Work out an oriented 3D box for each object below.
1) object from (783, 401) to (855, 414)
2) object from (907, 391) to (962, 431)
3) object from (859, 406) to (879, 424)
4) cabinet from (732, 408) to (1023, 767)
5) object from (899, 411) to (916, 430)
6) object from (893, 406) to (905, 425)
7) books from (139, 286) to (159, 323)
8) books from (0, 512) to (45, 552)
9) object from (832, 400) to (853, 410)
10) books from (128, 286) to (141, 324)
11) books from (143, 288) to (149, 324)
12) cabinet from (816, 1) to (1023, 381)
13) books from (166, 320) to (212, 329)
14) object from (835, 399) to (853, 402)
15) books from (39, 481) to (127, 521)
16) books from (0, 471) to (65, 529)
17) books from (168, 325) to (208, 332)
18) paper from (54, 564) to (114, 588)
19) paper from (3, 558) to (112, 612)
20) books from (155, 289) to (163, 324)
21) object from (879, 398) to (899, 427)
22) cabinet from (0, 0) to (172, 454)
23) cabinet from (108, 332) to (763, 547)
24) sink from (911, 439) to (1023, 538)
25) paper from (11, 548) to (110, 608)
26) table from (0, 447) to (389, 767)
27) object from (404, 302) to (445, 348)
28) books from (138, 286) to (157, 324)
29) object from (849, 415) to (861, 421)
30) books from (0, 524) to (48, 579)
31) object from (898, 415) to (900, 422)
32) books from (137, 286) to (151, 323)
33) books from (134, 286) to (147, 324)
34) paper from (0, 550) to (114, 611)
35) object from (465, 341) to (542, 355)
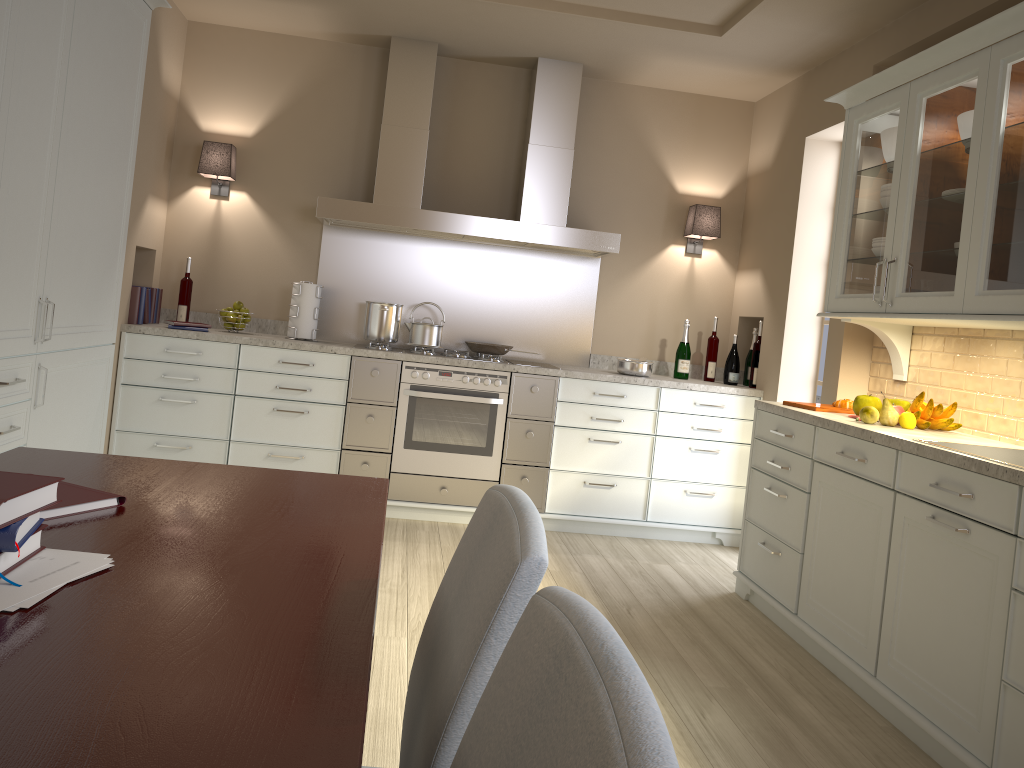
[{"bbox_3d":[1.306,0.102,3.594,0.349,0.020,0.201,5,5,-22],"label":"object"},{"bbox_3d":[1.461,0.092,3.123,0.180,0.136,0.197,5,3,-26],"label":"object"},{"bbox_3d":[1.251,0.108,3.103,0.066,0.063,0.094,7,3,12],"label":"object"},{"bbox_3d":[1.415,0.611,2.690,0.637,0.792,2.227,6,4,-7],"label":"cabinet"},{"bbox_3d":[1.370,0.128,3.062,0.056,0.066,0.053,6,2,0],"label":"object"},{"bbox_3d":[1.376,0.111,3.198,0.081,0.070,0.085,4,3,-37],"label":"object"},{"bbox_3d":[-1.922,-0.413,4.580,0.164,0.183,0.032,6,0,-7],"label":"books"},{"bbox_3d":[-0.678,0.164,1.064,0.182,0.032,0.165,5,4,-17],"label":"books"},{"bbox_3d":[1.341,0.083,3.561,0.099,0.037,0.044,8,3,23],"label":"object"},{"bbox_3d":[-1.897,-0.388,4.298,0.164,0.183,0.032,6,0,-7],"label":"books"},{"bbox_3d":[-1.904,-0.398,4.425,0.165,0.183,0.091,6,1,-4],"label":"books"},{"bbox_3d":[1.542,-0.514,2.719,0.411,1.111,1.934,6,3,-7],"label":"cabinet"},{"bbox_3d":[-1.601,-0.295,4.371,0.182,0.017,0.165,3,5,-37],"label":"books"},{"bbox_3d":[1.390,0.081,3.667,0.099,0.037,0.044,6,3,3],"label":"object"},{"bbox_3d":[-0.758,0.176,1.383,0.216,0.017,0.193,8,5,23],"label":"books"},{"bbox_3d":[-0.668,0.133,1.065,0.182,0.032,0.165,6,4,-2],"label":"books"},{"bbox_3d":[-1.592,-0.276,4.359,0.182,0.017,0.165,5,4,-17],"label":"books"},{"bbox_3d":[-0.666,0.216,1.047,0.291,0.001,0.210,7,4,13],"label":"paper"},{"bbox_3d":[-0.666,0.217,1.047,0.290,0.001,0.210,7,4,3],"label":"paper"},{"bbox_3d":[-1.916,-0.414,4.612,0.164,0.183,0.032,6,0,-7],"label":"books"},{"bbox_3d":[1.317,0.100,3.086,0.064,0.097,0.064,6,1,-11],"label":"object"},{"bbox_3d":[-1.907,-0.556,3.009,0.611,2.338,2.349,6,2,-7],"label":"cabinet"},{"bbox_3d":[-0.353,0.268,4.676,3.202,0.794,0.644,6,2,-7],"label":"cabinet"},{"bbox_3d":[1.388,0.409,2.422,0.379,0.415,0.486,6,2,-7],"label":"sink"},{"bbox_3d":[-0.666,0.216,1.047,0.290,0.001,0.211,6,4,-2],"label":"paper"},{"bbox_3d":[-0.565,0.579,0.968,0.750,0.679,1.764,6,4,-7],"label":"table"},{"bbox_3d":[-0.452,-0.317,4.691,0.209,0.236,0.208,7,2,27],"label":"object"},{"bbox_3d":[-1.921,-0.410,4.547,0.164,0.183,0.032,6,0,-7],"label":"books"},{"bbox_3d":[1.257,0.125,3.211,0.040,0.013,0.155,7,4,8],"label":"object"},{"bbox_3d":[-0.685,0.196,1.062,0.182,0.032,0.165,6,4,-7],"label":"books"},{"bbox_3d":[1.342,0.120,3.140,0.055,0.055,0.066,4,3,-44],"label":"object"},{"bbox_3d":[-1.907,-0.402,4.458,0.164,0.182,0.092,6,1,-7],"label":"books"},{"bbox_3d":[-1.885,-0.391,4.332,0.164,0.183,0.032,6,0,-7],"label":"books"},{"bbox_3d":[-0.666,0.215,1.047,0.290,0.001,0.210,7,4,8],"label":"paper"},{"bbox_3d":[-0.074,-0.178,4.667,0.264,0.051,0.426,3,5,-39],"label":"object"}]
